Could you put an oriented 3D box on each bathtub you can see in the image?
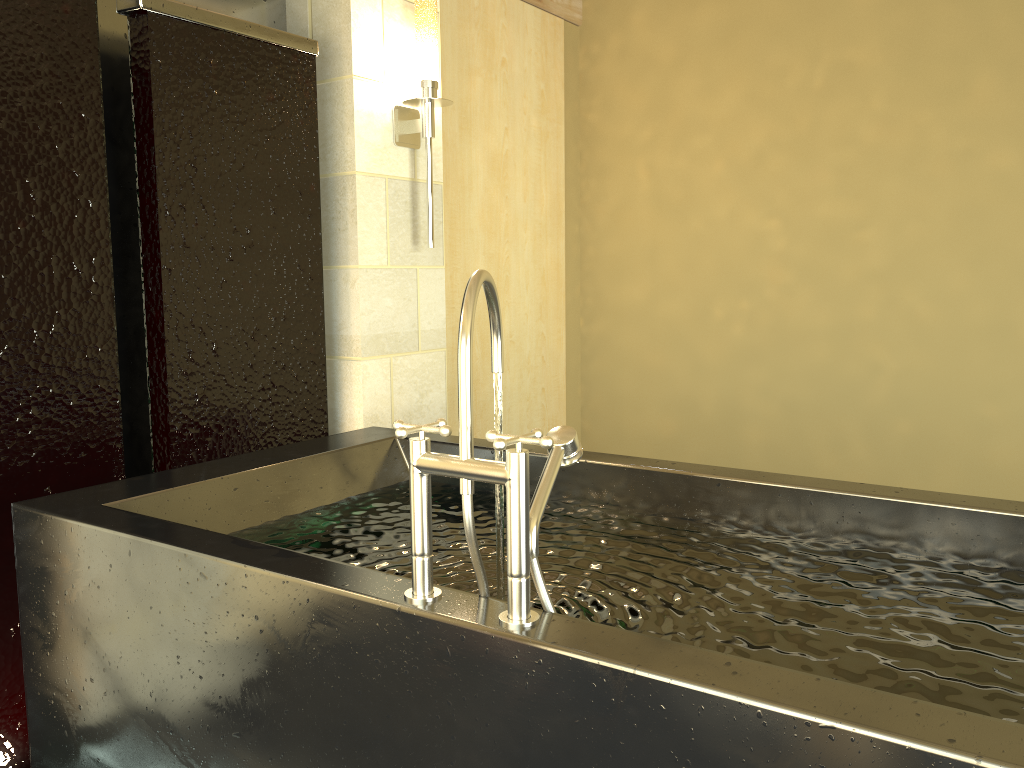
[{"bbox_3d":[0.164,0.370,1.657,2.133,1.160,1.069,4,8,34],"label":"bathtub"}]

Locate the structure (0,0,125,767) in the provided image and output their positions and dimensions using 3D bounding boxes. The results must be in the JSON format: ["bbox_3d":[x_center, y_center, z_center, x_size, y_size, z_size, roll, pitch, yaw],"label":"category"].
[{"bbox_3d":[-1.211,0.043,2.063,0.094,2.064,0.641,4,8,34],"label":"structure"}]

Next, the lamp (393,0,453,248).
[{"bbox_3d":[-0.293,-0.892,3.064,0.188,0.836,0.176,4,7,34],"label":"lamp"}]

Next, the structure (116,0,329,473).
[{"bbox_3d":[-0.804,-0.035,2.658,0.094,2.064,0.641,4,8,34],"label":"structure"}]
